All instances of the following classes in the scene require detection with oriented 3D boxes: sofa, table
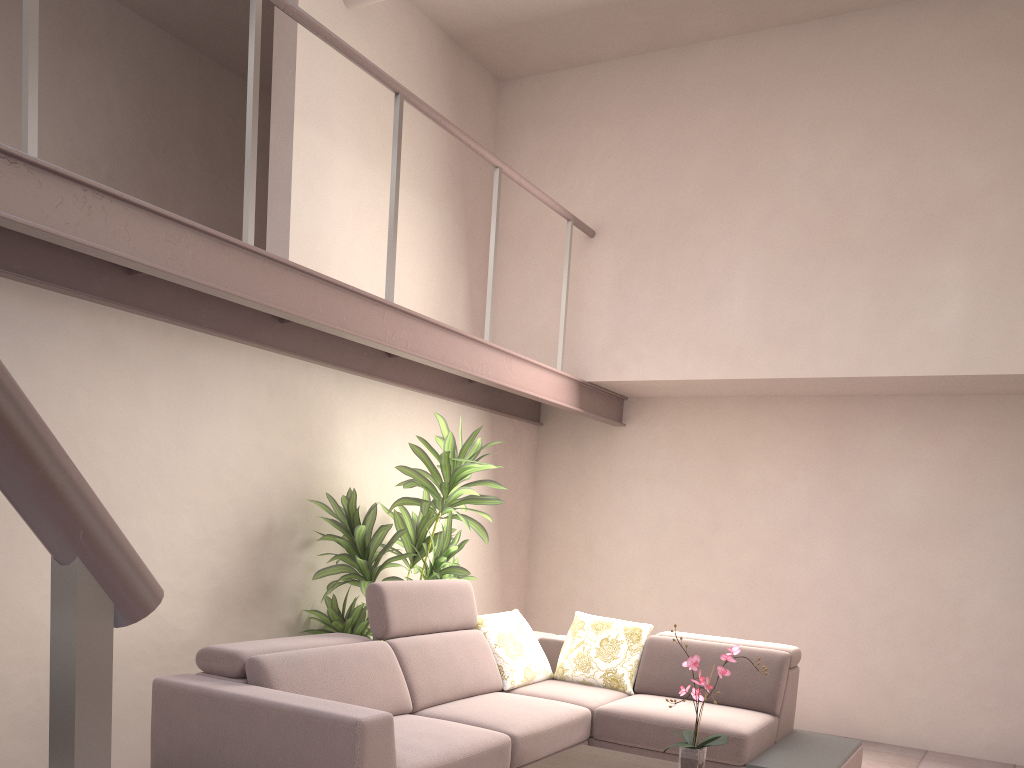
[{"bbox_3d":[0.196,1.409,3.970,2.122,0.950,3.215,0,-8,29],"label":"sofa"},{"bbox_3d":[0.624,1.628,3.251,1.176,0.352,0.718,0,-7,29],"label":"table"}]

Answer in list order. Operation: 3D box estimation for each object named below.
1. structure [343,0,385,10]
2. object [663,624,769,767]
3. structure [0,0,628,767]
[{"bbox_3d":[0.887,-2.200,3.915,4.058,0.334,0.109,-1,2,28],"label":"structure"},{"bbox_3d":[0.697,1.158,3.238,0.363,0.605,0.300,5,3,24],"label":"object"},{"bbox_3d":[0.008,0.110,3.044,3.710,3.235,7.331,2,-6,30],"label":"structure"}]
